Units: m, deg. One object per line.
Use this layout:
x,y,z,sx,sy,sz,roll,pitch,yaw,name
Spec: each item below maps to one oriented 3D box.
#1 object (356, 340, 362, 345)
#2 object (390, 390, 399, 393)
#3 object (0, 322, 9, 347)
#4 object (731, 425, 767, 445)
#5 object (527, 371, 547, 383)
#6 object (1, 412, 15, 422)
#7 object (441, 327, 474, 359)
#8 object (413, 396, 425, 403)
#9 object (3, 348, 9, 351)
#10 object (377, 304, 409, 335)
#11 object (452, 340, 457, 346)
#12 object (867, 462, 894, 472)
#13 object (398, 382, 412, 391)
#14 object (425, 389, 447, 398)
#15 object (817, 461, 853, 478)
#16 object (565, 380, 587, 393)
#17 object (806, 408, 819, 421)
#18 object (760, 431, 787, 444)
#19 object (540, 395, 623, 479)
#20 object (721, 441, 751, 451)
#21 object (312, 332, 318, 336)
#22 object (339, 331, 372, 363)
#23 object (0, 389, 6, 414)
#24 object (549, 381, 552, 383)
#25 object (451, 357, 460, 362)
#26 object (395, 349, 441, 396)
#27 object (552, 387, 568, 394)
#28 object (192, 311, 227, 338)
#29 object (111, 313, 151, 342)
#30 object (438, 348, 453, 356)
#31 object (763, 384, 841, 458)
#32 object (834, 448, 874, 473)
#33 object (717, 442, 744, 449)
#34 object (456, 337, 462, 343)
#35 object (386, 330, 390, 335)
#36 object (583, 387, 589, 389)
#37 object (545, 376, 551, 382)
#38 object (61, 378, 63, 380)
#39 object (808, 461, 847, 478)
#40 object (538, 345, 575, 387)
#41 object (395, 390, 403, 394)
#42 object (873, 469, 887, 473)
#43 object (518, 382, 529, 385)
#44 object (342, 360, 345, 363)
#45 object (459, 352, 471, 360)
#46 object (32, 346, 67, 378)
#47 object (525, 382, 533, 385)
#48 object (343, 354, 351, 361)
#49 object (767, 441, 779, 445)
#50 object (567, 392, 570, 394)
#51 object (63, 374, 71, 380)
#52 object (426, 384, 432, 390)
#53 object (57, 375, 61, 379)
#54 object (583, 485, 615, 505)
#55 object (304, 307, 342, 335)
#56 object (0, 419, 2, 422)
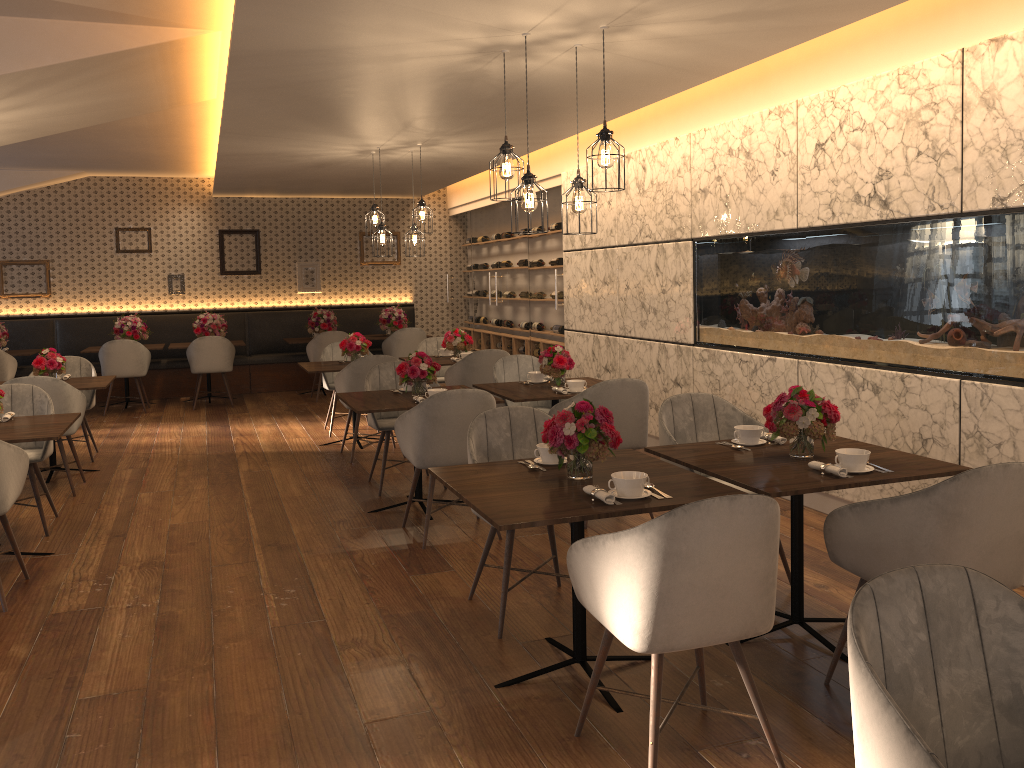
-1.395,-0.367,7.963,0.077,0.052,0.046,2,6,33,object
-0.790,0.047,5.911,0.043,0.015,0.198,-4,7,-23,object
-6.114,-0.563,10.340,0.420,0.424,0.406,-4,6,-31,object
1.027,0.224,3.841,0.148,0.072,0.149,1,7,23,object
0.177,-0.047,6.267,0.148,0.072,0.148,-7,8,-41,object
-2.876,0.187,5.052,0.056,0.039,0.176,-3,7,-19,object
-0.511,-0.391,8.319,0.305,0.300,0.235,-1,5,3,object
-0.562,0.095,5.366,0.056,0.039,0.176,-3,7,-19,object
-6.146,-0.418,10.743,0.056,0.039,0.176,-3,7,-19,object
-1.600,-0.859,11.925,0.405,0.424,0.421,1,6,24,object
-0.536,-0.382,8.243,0.049,0.052,0.078,-2,6,-9,object
1.363,0.305,3.336,0.043,0.015,0.198,-4,7,-23,object
-0.690,0.010,5.965,0.148,0.072,0.148,-7,8,-41,object
-0.455,0.071,5.403,0.148,0.072,0.148,-7,8,-41,object
1.185,0.313,3.263,0.025,0.024,0.193,-3,7,-19,object
0.412,0.015,5.705,0.148,0.072,0.148,-7,8,-41,object
1.158,0.117,3.475,0.048,0.052,0.076,-6,7,-40,object
1.135,0.234,3.880,0.056,0.039,0.176,-3,7,-19,object
0.253,0.195,3.271,0.305,0.300,0.235,0,5,13,object
0.963,0.266,3.793,0.022,0.004,0.211,-4,7,-19,object
-2.621,-0.663,11.968,0.148,0.072,0.149,2,7,28,object
-1.417,-0.337,8.037,0.306,0.300,0.234,-6,7,-41,object
-2.824,0.095,4.698,0.234,0.300,0.306,-1,5,0,object
0.256,-0.027,6.285,0.025,0.024,0.193,-3,7,-19,object
-0.514,-0.221,8.005,0.056,0.039,0.176,-3,7,-19,object
-0.598,-0.076,5.700,0.306,0.300,0.234,-6,7,-41,object
0.305,0.039,5.668,0.056,0.039,0.176,-3,7,-19,object
-3.795,-0.713,11.136,0.420,0.424,0.407,-3,5,-17,object
-4.707,-0.665,10.924,0.405,0.424,0.421,1,6,24,object
-0.642,-0.307,8.604,0.148,0.072,0.148,-7,8,-41,object
1.158,0.138,3.557,0.305,0.300,0.235,-1,5,3,object
1.262,0.286,3.279,0.148,0.072,0.149,1,7,23,object
0.928,0.261,3.787,0.043,0.015,0.198,-4,7,-23,object
-0.511,-0.413,8.237,0.048,0.052,0.076,-6,7,-40,object
-1.676,-0.725,12.297,0.148,0.072,0.149,1,7,23,object
0.513,0.035,5.762,0.043,0.015,0.198,-4,7,-23,object
0.285,-0.037,6.305,0.056,0.039,0.176,-3,7,-19,object
-3.671,-0.047,7.220,0.025,0.024,0.193,-3,7,-19,object
1.155,0.309,3.242,0.056,0.039,0.176,-3,7,-19,object
0.311,-0.131,5.985,0.234,0.300,0.306,-3,5,-17,object
-0.754,0.052,5.917,0.022,0.004,0.211,-4,7,-19,object
1.328,0.312,3.331,0.022,0.004,0.211,-4,7,-19,object
0.085,-0.009,6.216,0.043,0.015,0.198,-3,7,-15,object
-1.573,-0.209,8.254,0.022,0.004,0.211,-4,7,-19,object
-0.407,-0.245,8.042,0.148,0.072,0.148,-7,8,-41,object
-3.591,-0.148,6.886,0.234,0.300,0.306,-1,5,0,object
0.113,-0.005,6.219,0.022,0.004,0.211,-4,7,-19,object
-1.509,-0.251,8.302,0.148,0.072,0.148,-7,8,-41,object
1.106,0.244,3.860,0.025,0.024,0.193,-3,7,-19,object
0.335,0.043,5.689,0.025,0.024,0.193,-3,7,-19,object
-3.642,-0.057,7.240,0.056,0.039,0.176,-3,7,-19,object
-0.582,0.020,6.004,0.056,0.039,0.176,-3,7,-19,object
-3.750,-0.067,7.201,0.148,0.072,0.149,4,8,38,object
0.288,0.366,2.940,0.056,0.039,0.176,-3,7,-19,object
-2.483,-0.800,11.606,0.405,0.424,0.421,1,6,23,object
-2.905,0.197,5.032,0.025,0.024,0.193,-3,7,-19,object
